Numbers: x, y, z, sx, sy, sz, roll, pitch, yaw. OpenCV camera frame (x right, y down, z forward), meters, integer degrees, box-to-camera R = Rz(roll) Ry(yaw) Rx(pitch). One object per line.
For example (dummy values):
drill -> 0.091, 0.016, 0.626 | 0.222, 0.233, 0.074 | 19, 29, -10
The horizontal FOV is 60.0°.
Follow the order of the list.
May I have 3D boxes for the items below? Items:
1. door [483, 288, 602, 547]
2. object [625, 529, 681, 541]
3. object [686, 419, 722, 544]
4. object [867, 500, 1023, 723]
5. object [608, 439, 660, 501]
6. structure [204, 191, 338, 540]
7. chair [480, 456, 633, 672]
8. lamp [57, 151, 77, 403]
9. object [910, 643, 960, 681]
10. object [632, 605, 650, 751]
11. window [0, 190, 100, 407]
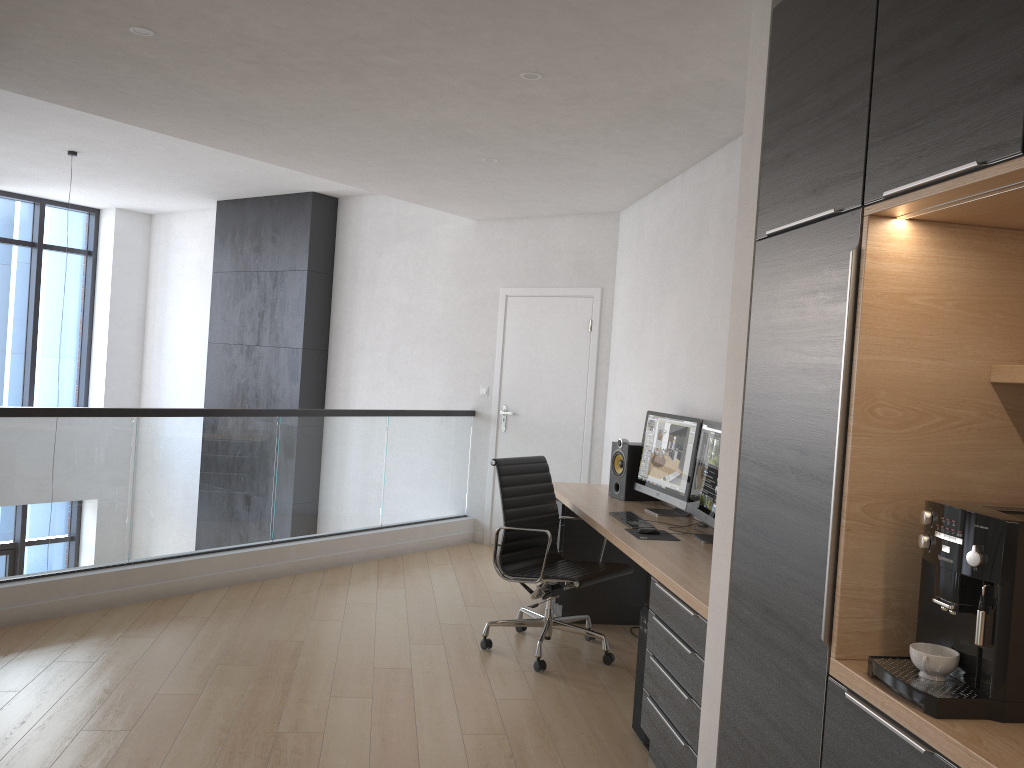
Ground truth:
door -> 0.224, 0.300, 7.058 | 0.974, 2.136, 0.085 | 5, 1, 37
object -> 0.645, 0.695, 4.088 | 0.200, 0.002, 0.250 | 4, 1, -8
object -> 0.960, 0.450, 4.059 | 0.190, 0.535, 0.716 | 4, 1, -3
object -> 1.108, 0.469, 1.703 | 0.584, 0.398, 0.618 | 4, 1, -8
object -> 0.733, 0.505, 5.264 | 0.249, 0.354, 0.198 | 4, 1, -23
structure -> -2.708, 1.314, 8.772 | 1.500, 6.351, 0.722 | 5, 1, 37
chair -> 0.248, 0.911, 4.677 | 0.699, 0.991, 0.664 | 5, 1, 43
lamp -> -3.762, 0.345, 7.316 | 1.000, 4.513, 1.000 | 5, 1, 39
object -> 0.876, 0.581, 1.847 | 0.099, 0.057, 0.095 | 4, 1, -5
object -> 0.757, 1.198, 3.607 | 0.474, 0.527, 0.215 | 4, 1, -8
window -> -5.347, -0.867, 9.903 | 0.170, 2.402, 1.310 | 5, 1, 37
